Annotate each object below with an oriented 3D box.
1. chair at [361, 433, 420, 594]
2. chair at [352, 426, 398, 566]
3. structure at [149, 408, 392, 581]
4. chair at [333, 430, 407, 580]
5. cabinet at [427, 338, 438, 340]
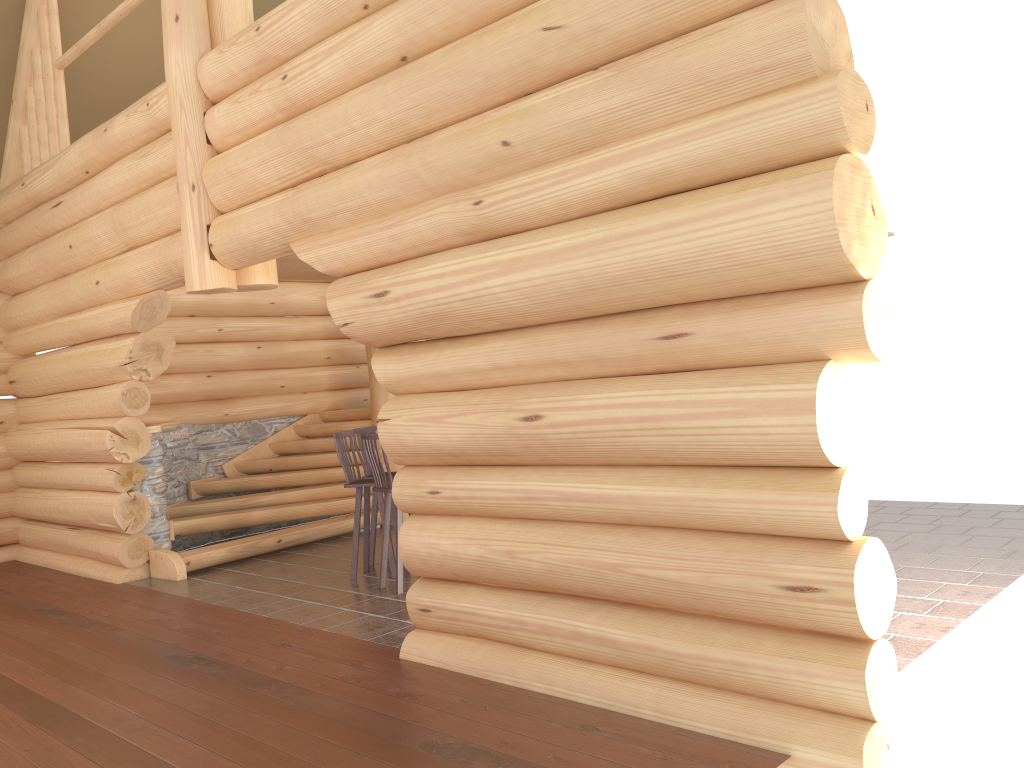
[{"bbox_3d":[-0.924,1.048,7.460,0.504,1.319,0.406,-5,0,-36],"label":"chair"},{"bbox_3d":[-1.189,1.064,8.562,0.504,1.319,0.406,-5,0,24],"label":"chair"},{"bbox_3d":[-2.954,1.050,10.581,1.951,1.643,3.604,-5,0,38],"label":"structure"},{"bbox_3d":[-1.276,1.075,8.048,0.504,1.319,0.406,-5,0,13],"label":"chair"},{"bbox_3d":[-0.177,0.407,12.103,0.670,2.403,1.847,-5,1,44],"label":"cabinet"}]
